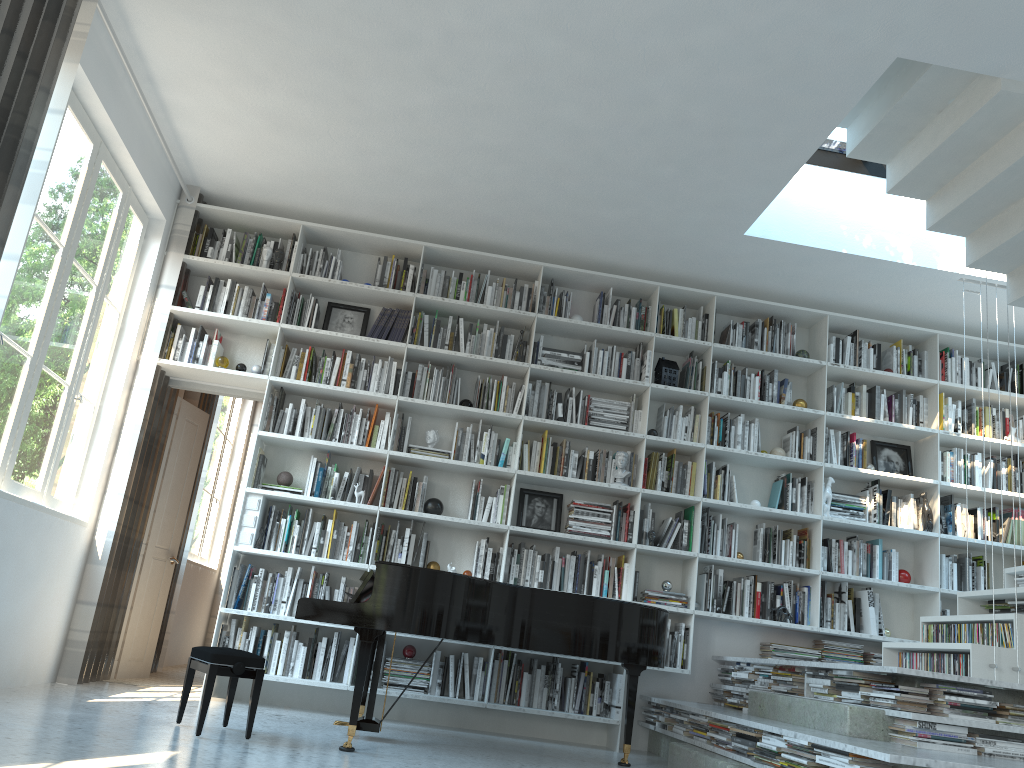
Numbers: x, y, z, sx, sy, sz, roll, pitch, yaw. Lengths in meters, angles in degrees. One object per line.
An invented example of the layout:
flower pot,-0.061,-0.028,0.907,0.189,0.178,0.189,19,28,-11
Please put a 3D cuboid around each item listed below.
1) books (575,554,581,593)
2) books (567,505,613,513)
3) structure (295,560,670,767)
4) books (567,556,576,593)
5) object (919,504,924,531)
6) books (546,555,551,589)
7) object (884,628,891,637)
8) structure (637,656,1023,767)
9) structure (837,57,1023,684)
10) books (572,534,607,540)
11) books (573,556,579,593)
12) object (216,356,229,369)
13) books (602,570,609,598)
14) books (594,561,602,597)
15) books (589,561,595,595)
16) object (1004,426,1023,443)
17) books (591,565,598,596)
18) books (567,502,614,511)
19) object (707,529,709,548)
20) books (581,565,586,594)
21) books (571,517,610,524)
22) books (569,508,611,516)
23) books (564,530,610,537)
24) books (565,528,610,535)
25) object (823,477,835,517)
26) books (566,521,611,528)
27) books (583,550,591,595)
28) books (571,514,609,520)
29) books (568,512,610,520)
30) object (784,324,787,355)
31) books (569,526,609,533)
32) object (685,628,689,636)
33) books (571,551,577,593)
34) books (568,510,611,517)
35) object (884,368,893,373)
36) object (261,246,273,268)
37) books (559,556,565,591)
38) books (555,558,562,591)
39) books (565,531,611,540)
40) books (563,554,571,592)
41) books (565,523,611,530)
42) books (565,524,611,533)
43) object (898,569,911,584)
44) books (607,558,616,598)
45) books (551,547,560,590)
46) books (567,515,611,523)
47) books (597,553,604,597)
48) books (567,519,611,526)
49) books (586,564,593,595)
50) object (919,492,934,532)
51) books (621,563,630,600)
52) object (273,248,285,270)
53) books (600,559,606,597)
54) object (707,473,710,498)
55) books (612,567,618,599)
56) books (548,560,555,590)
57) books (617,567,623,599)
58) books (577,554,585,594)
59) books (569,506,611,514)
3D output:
books,0.421,1.267,5.873,0.010,0.260,0.182,9,-16,-5
books,0.525,0.853,6.007,0.285,0.012,0.160,8,-17,-3
structure,-0.109,1.464,4.585,1.918,0.830,1.338,9,-17,-5
books,0.378,1.266,5.861,0.026,0.244,0.192,9,-16,-5
object,2.854,0.968,6.271,0.022,0.211,0.179,9,-16,-5
books,0.230,1.253,5.855,0.013,0.229,0.139,9,-16,-5
object,2.539,1.697,6.032,0.071,0.072,0.072,-7,-22,42
structure,2.334,1.855,4.480,2.899,0.657,3.122,9,-17,-5
structure,2.732,0.164,4.593,2.614,3.371,1.960,9,-16,-5
books,0.501,1.036,5.954,0.254,0.012,0.161,8,-17,-3
books,0.409,1.273,5.881,0.011,0.251,0.159,9,-16,-5
object,-1.923,-0.142,5.890,0.087,0.087,0.087,-7,-22,42
books,0.605,1.331,5.868,0.023,0.182,0.169,9,-16,-5
books,0.557,1.300,5.875,0.023,0.234,0.175,9,-16,-5
books,0.514,1.297,5.883,0.014,0.234,0.154,9,-16,-5
object,3.650,0.381,6.404,0.203,0.136,0.095,4,-17,10
books,0.532,1.311,5.869,0.023,0.203,0.168,9,-16,-5
books,0.528,0.840,6.004,0.285,0.012,0.160,11,-17,-10
object,1.318,1.060,6.070,0.007,0.265,0.135,9,-16,-5
books,0.459,1.304,5.876,0.021,0.202,0.128,9,-16,-5
books,0.516,0.933,5.977,0.254,0.012,0.161,11,-17,-10
books,0.523,0.876,5.998,0.254,0.012,0.161,10,-17,-8
books,0.503,1.014,5.963,0.285,0.012,0.160,9,-17,-6
books,0.506,1.000,5.957,0.285,0.012,0.160,8,-17,0
object,2.157,0.776,6.067,0.087,0.287,0.075,-1,-18,29
books,0.511,0.957,5.977,0.285,0.012,0.160,8,-17,-3
books,0.482,1.259,5.881,0.012,0.295,0.178,9,-16,-5
books,0.518,0.911,5.988,0.254,0.012,0.161,8,-17,-2
books,0.519,0.899,5.991,0.254,0.012,0.161,10,-17,-8
object,1.981,-0.279,6.509,0.006,0.297,0.130,9,-16,-5
books,0.508,0.989,5.961,0.254,0.012,0.161,11,-17,-10
object,1.122,1.719,5.762,0.011,0.259,0.142,9,-16,-5
books,0.398,1.257,5.891,0.014,0.285,0.135,9,-16,-5
books,0.521,0.887,5.993,0.254,0.012,0.161,10,-17,-9
object,2.736,-0.077,6.449,0.071,0.072,0.072,-7,-22,42
object,-1.674,-0.844,6.031,0.067,0.197,0.068,-4,-20,36
books,0.324,1.265,5.866,0.031,0.236,0.159,9,-16,-5
books,0.295,1.271,5.869,0.025,0.220,0.140,9,-16,-5
books,0.503,1.023,5.951,0.285,0.012,0.160,11,-17,-10
books,0.350,1.265,5.885,0.025,0.254,0.136,9,-16,-5
books,0.510,0.969,5.976,0.285,0.012,0.160,9,-17,-4
books,0.508,0.981,5.975,0.285,0.012,0.160,9,-17,-5
object,2.694,1.339,6.125,0.115,0.116,0.115,16,-18,-26
books,0.643,1.298,5.895,0.026,0.271,0.175,9,-16,-5
books,0.276,1.231,5.868,0.026,0.290,0.152,9,-16,-5
books,0.517,0.921,5.980,0.285,0.012,0.160,8,-17,0
books,0.578,1.278,5.896,0.014,0.293,0.138,9,-16,-5
books,0.514,0.944,5.973,0.285,0.012,0.160,8,-17,0
books,0.495,1.304,5.867,0.024,0.206,0.183,9,-16,-5
object,2.874,0.896,6.148,0.087,0.287,0.075,-1,-18,29
books,0.736,1.321,5.885,0.033,0.245,0.176,9,-16,-5
object,-1.594,-0.831,6.038,0.067,0.197,0.068,-4,-20,36
books,0.588,1.301,5.900,0.014,0.255,0.145,9,-16,-5
object,1.336,0.730,6.145,0.013,0.207,0.140,9,-16,-5
books,0.675,1.329,5.879,0.042,0.211,0.169,9,-16,-5
books,0.247,1.268,5.840,0.023,0.196,0.165,9,-16,-5
books,0.701,1.331,5.883,0.011,0.216,0.166,9,-16,-5
books,0.441,1.267,5.868,0.028,0.263,0.162,9,-16,-5
books,0.524,0.864,6.000,0.254,0.012,0.161,10,-17,-9
